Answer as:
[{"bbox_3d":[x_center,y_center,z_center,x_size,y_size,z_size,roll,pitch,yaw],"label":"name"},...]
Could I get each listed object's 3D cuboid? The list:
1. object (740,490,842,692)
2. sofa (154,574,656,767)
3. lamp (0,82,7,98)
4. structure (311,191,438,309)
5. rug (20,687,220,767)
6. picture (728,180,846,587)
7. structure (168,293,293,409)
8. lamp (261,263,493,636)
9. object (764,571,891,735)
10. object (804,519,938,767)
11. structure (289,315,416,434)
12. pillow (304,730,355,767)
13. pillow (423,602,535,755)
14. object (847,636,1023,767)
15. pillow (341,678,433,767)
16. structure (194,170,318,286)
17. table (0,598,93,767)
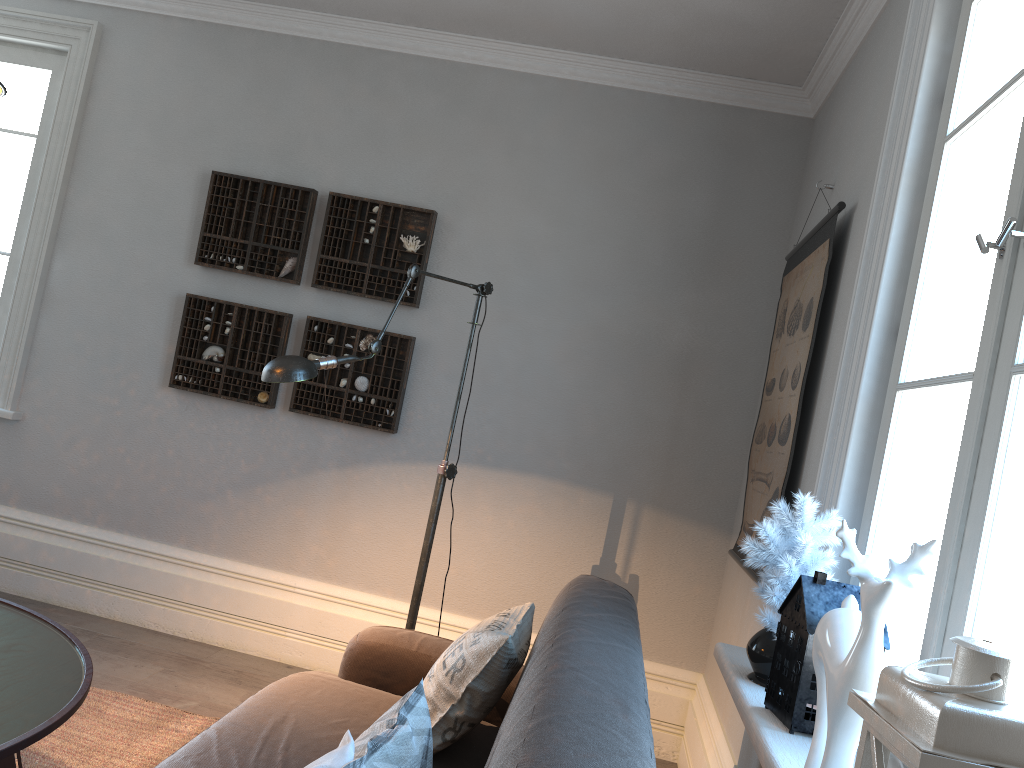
[{"bbox_3d":[0.624,0.441,1.920,0.248,0.424,0.262,10,-2,43],"label":"object"},{"bbox_3d":[-0.313,0.823,1.504,0.969,0.825,2.164,12,-2,7],"label":"sofa"},{"bbox_3d":[-1.144,-1.173,1.719,0.503,1.076,0.504,13,-2,-35],"label":"lamp"},{"bbox_3d":[-0.587,-0.571,3.758,0.468,0.416,0.105,12,-2,7],"label":"structure"},{"bbox_3d":[-1.550,0.943,1.619,2.400,0.090,2.817,12,-2,8],"label":"rug"},{"bbox_3d":[0.901,-0.028,2.902,0.057,1.313,0.792,12,-2,7],"label":"picture"},{"bbox_3d":[-1.212,-0.143,3.816,0.468,0.416,0.086,12,-2,7],"label":"structure"},{"bbox_3d":[-0.025,0.513,2.991,0.797,1.645,1.862,10,-2,45],"label":"lamp"},{"bbox_3d":[0.585,0.498,1.647,0.155,0.284,0.155,12,-2,-3],"label":"object"},{"bbox_3d":[0.472,0.399,1.241,0.128,0.410,0.239,12,-2,3],"label":"object"},{"bbox_3d":[-0.676,-0.041,3.748,0.468,0.416,0.086,12,-2,7],"label":"structure"},{"bbox_3d":[-0.336,0.638,1.082,0.188,0.309,0.470,12,-2,8],"label":"pillow"},{"bbox_3d":[-0.096,0.713,2.158,0.240,0.369,0.519,12,-2,7],"label":"pillow"},{"bbox_3d":[0.488,0.440,0.968,0.193,0.322,0.193,12,-2,1],"label":"object"},{"bbox_3d":[-0.231,0.677,1.362,0.159,0.348,0.472,12,-2,5],"label":"pillow"},{"bbox_3d":[-1.106,-0.675,3.849,0.468,0.416,0.099,12,-2,7],"label":"structure"},{"bbox_3d":[-1.543,0.747,1.659,1.300,0.503,1.299,12,-2,0],"label":"table"}]
